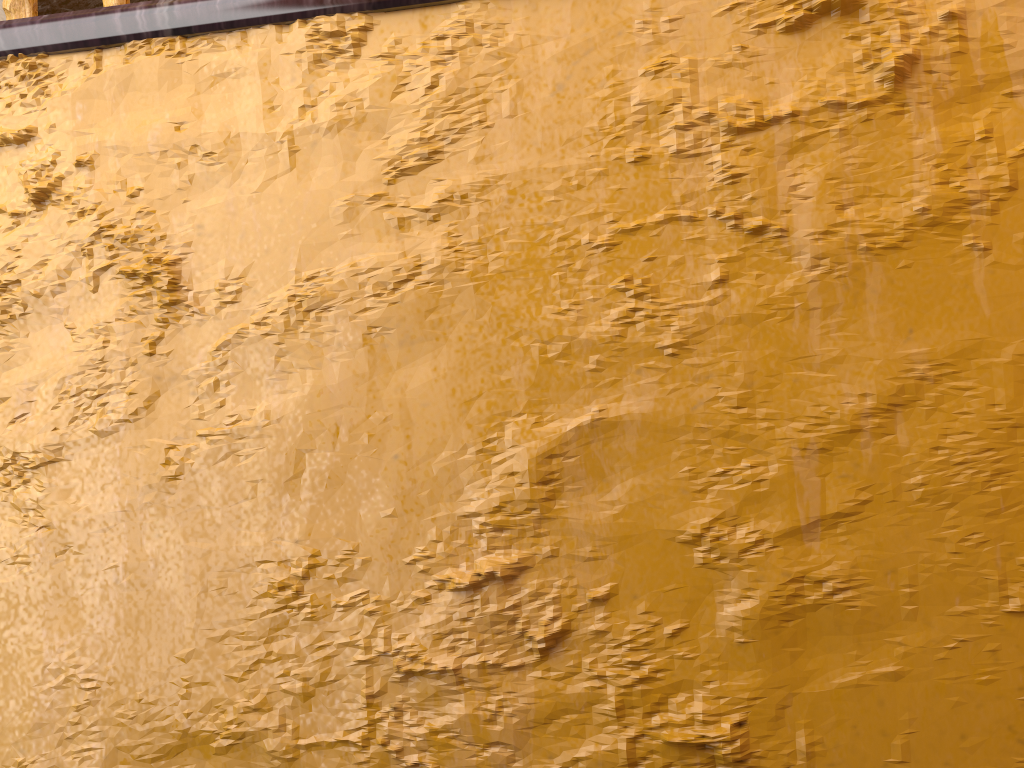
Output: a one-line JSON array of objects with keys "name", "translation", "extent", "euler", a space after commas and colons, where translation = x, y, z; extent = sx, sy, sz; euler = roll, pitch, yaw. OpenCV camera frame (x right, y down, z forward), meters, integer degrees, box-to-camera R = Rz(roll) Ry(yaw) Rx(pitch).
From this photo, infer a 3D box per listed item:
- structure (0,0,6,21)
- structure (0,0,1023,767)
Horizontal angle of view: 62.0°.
[{"name": "structure", "translation": [-8.807, -0.765, 2.304], "extent": [9.524, 6.476, 7.164], "euler": [-5, -5, 10]}, {"name": "structure", "translation": [1.015, 0.243, 4.145], "extent": [1.762, 3.134, 6.760], "euler": [-5, -6, 17]}]
